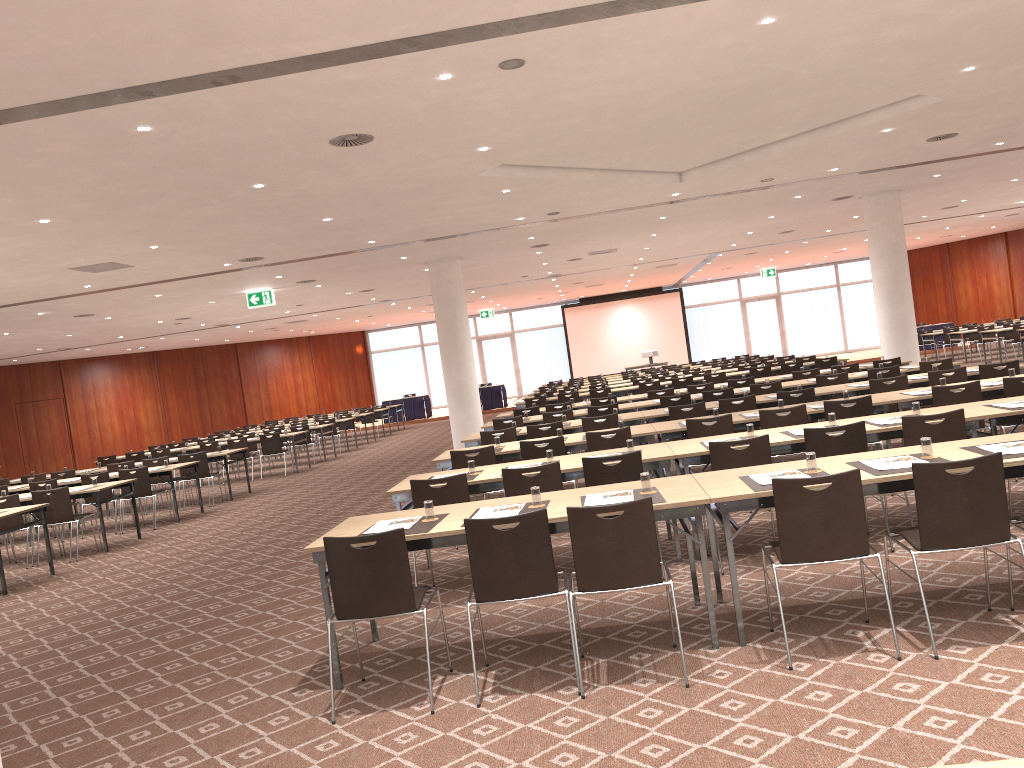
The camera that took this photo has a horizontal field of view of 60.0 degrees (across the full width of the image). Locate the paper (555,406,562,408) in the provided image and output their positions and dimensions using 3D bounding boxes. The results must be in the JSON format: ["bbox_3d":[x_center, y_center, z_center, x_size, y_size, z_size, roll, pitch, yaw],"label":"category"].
[{"bbox_3d":[0.836,0.387,15.202,0.283,0.006,0.398,-8,1,6],"label":"paper"}]

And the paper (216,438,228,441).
[{"bbox_3d":[-7.123,1.359,21.454,0.460,0.003,0.565,-8,1,6],"label":"paper"}]

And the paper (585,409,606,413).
[{"bbox_3d":[1.318,0.375,13.087,0.460,0.003,0.565,-8,1,2],"label":"paper"}]

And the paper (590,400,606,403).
[{"bbox_3d":[1.469,0.299,15.147,0.283,0.006,0.398,-8,1,5],"label":"paper"}]

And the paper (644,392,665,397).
[{"bbox_3d":[2.464,0.167,14.989,0.460,0.003,0.565,-8,1,9],"label":"paper"}]

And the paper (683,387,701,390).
[{"bbox_3d":[3.058,0.079,15.009,0.283,0.006,0.398,-8,1,4],"label":"paper"}]

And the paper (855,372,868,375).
[{"bbox_3d":[5.118,-0.157,12.792,0.283,0.006,0.398,-8,1,6],"label":"paper"}]

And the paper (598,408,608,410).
[{"bbox_3d":[1.275,0.375,13.163,0.283,0.006,0.398,-8,1,6],"label":"paper"}]

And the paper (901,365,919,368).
[{"bbox_3d":[5.791,-0.250,12.730,0.283,0.006,0.398,-8,1,7],"label":"paper"}]

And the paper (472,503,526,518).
[{"bbox_3d":[-0.081,0.759,5.272,0.283,0.006,0.398,-8,1,8],"label":"paper"}]

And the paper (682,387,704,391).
[{"bbox_3d":[3.118,0.076,14.942,0.460,0.003,0.565,-8,1,4],"label":"paper"}]

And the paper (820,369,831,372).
[{"bbox_3d":[5.282,-0.229,14.798,0.283,0.006,0.398,-8,1,8],"label":"paper"}]

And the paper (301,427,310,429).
[{"bbox_3d":[-4.964,1.055,21.292,0.283,0.006,0.398,-8,1,5],"label":"paper"}]

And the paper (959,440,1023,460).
[{"bbox_3d":[2.844,0.359,4.952,0.460,0.003,0.565,-8,1,7],"label":"paper"}]

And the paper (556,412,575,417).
[{"bbox_3d":[0.702,0.460,13.160,0.460,0.003,0.565,-8,1,5],"label":"paper"}]

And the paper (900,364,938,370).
[{"bbox_3d":[5.792,-0.244,12.639,0.460,0.003,0.565,-8,1,6],"label":"paper"}]

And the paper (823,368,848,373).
[{"bbox_3d":[5.347,-0.232,14.698,0.460,0.003,0.565,-8,1,9],"label":"paper"}]

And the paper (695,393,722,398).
[{"bbox_3d":[2.930,0.152,12.924,0.460,0.003,0.565,-8,1,7],"label":"paper"}]

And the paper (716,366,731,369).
[{"bbox_3d":[5.372,-0.419,22.245,0.460,0.003,0.565,-8,1,3],"label":"paper"}]

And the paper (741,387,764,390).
[{"bbox_3d":[3.508,0.066,12.941,0.283,0.006,0.398,-8,1,5],"label":"paper"}]

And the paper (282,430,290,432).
[{"bbox_3d":[-5.529,1.139,21.274,0.460,0.003,0.565,-8,1,6],"label":"paper"}]

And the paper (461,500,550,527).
[{"bbox_3d":[-0.027,0.757,5.203,0.460,0.003,0.565,-8,1,8],"label":"paper"}]

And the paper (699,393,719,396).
[{"bbox_3d":[2.886,0.152,13.017,0.283,0.006,0.398,-8,1,9],"label":"paper"}]

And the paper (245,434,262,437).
[{"bbox_3d":[-6.168,1.228,21.332,0.460,0.003,0.565,-8,1,7],"label":"paper"}]

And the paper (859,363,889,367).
[{"bbox_3d":[5.968,-0.318,14.667,0.460,0.003,0.565,-8,1,7],"label":"paper"}]

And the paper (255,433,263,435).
[{"bbox_3d":[-6.194,1.225,21.422,0.283,0.006,0.398,-8,1,5],"label":"paper"}]

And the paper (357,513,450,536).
[{"bbox_3d":[-0.652,0.844,5.243,0.460,0.003,0.565,-8,1,9],"label":"paper"}]

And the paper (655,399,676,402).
[{"bbox_3d":[2.251,0.240,13.074,0.283,0.006,0.398,-8,1,3],"label":"paper"}]

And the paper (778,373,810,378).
[{"bbox_3d":[4.716,-0.145,14.779,0.460,0.003,0.565,-8,1,6],"label":"paper"}]

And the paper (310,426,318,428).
[{"bbox_3d":[-4.887,1.050,21.217,0.460,0.003,0.565,-8,1,8],"label":"paper"}]

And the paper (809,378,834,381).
[{"bbox_3d":[4.473,-0.067,12.834,0.283,0.006,0.398,-8,1,7],"label":"paper"}]

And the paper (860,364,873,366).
[{"bbox_3d":[5.934,-0.318,14.706,0.283,0.006,0.398,-8,1,3],"label":"paper"}]

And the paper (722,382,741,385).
[{"bbox_3d":[3.697,-0.009,14.951,0.283,0.006,0.398,-8,1,7],"label":"paper"}]

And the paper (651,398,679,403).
[{"bbox_3d":[2.305,0.239,12.986,0.460,0.003,0.565,-8,1,3],"label":"paper"}]

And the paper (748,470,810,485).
[{"bbox_3d":[1.539,0.535,5.105,0.283,0.006,0.398,-8,1,4],"label":"paper"}]

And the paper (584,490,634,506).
[{"bbox_3d":[0.571,0.668,5.213,0.283,0.006,0.398,-8,1,7],"label":"paper"}]

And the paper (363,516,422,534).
[{"bbox_3d":[-0.713,0.846,5.335,0.283,0.006,0.398,-8,1,6],"label":"paper"}]

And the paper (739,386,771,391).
[{"bbox_3d":[3.558,0.064,12.885,0.460,0.003,0.565,-8,1,5],"label":"paper"}]

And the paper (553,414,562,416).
[{"bbox_3d":[0.621,0.466,13.230,0.283,0.006,0.398,-8,1,6],"label":"paper"}]

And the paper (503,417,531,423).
[{"bbox_3d":[0.042,0.551,13.238,0.460,0.003,0.565,-8,1,4],"label":"paper"}]

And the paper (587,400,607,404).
[{"bbox_3d":[1.498,0.301,15.081,0.460,0.003,0.565,-8,1,3],"label":"paper"}]

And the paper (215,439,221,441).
[{"bbox_3d":[-7.188,1.363,21.506,0.283,0.006,0.398,-8,1,5],"label":"paper"}]

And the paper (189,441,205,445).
[{"bbox_3d":[-7.786,1.451,21.498,0.460,0.003,0.565,-8,1,3],"label":"paper"}]

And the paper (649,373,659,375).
[{"bbox_3d":[3.936,-0.275,24.451,0.283,0.006,0.398,-8,1,5],"label":"paper"}]

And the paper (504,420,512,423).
[{"bbox_3d":[0.020,0.549,13.293,0.283,0.006,0.398,-8,1,8],"label":"paper"}]

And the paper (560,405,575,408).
[{"bbox_3d":[0.851,0.390,15.154,0.460,0.003,0.565,-8,1,4],"label":"paper"}]

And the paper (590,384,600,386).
[{"bbox_3d":[2.125,0.024,22.638,0.283,0.006,0.398,-8,1,9],"label":"paper"}]

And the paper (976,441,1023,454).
[{"bbox_3d":[2.830,0.356,4.985,0.283,0.006,0.398,-8,1,9],"label":"paper"}]

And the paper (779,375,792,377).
[{"bbox_3d":[4.643,-0.140,14.849,0.283,0.006,0.398,-8,1,6],"label":"paper"}]

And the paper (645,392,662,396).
[{"bbox_3d":[2.414,0.169,15.057,0.283,0.006,0.398,-8,1,5],"label":"paper"}]

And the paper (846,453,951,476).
[{"bbox_3d":[2.192,0.450,4.993,0.460,0.003,0.565,-8,1,5],"label":"paper"}]

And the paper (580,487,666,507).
[{"bbox_3d":[0.630,0.666,5.128,0.460,0.003,0.565,-8,1,3],"label":"paper"}]

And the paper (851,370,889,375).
[{"bbox_3d":[5.194,-0.162,12.739,0.460,0.003,0.565,-8,1,4],"label":"paper"}]

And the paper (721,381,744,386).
[{"bbox_3d":[3.768,-0.013,14.855,0.460,0.003,0.565,-8,1,7],"label":"paper"}]

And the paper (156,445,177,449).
[{"bbox_3d":[-8.438,1.542,21.553,0.460,0.003,0.565,-8,1,3],"label":"paper"}]

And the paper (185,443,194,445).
[{"bbox_3d":[-7.815,1.450,21.573,0.283,0.006,0.398,-8,1,2],"label":"paper"}]

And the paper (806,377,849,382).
[{"bbox_3d":[4.533,-0.070,12.774,0.460,0.003,0.565,-8,1,4],"label":"paper"}]

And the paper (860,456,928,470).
[{"bbox_3d":[2.177,0.446,5.044,0.283,0.006,0.398,-8,1,6],"label":"paper"}]
